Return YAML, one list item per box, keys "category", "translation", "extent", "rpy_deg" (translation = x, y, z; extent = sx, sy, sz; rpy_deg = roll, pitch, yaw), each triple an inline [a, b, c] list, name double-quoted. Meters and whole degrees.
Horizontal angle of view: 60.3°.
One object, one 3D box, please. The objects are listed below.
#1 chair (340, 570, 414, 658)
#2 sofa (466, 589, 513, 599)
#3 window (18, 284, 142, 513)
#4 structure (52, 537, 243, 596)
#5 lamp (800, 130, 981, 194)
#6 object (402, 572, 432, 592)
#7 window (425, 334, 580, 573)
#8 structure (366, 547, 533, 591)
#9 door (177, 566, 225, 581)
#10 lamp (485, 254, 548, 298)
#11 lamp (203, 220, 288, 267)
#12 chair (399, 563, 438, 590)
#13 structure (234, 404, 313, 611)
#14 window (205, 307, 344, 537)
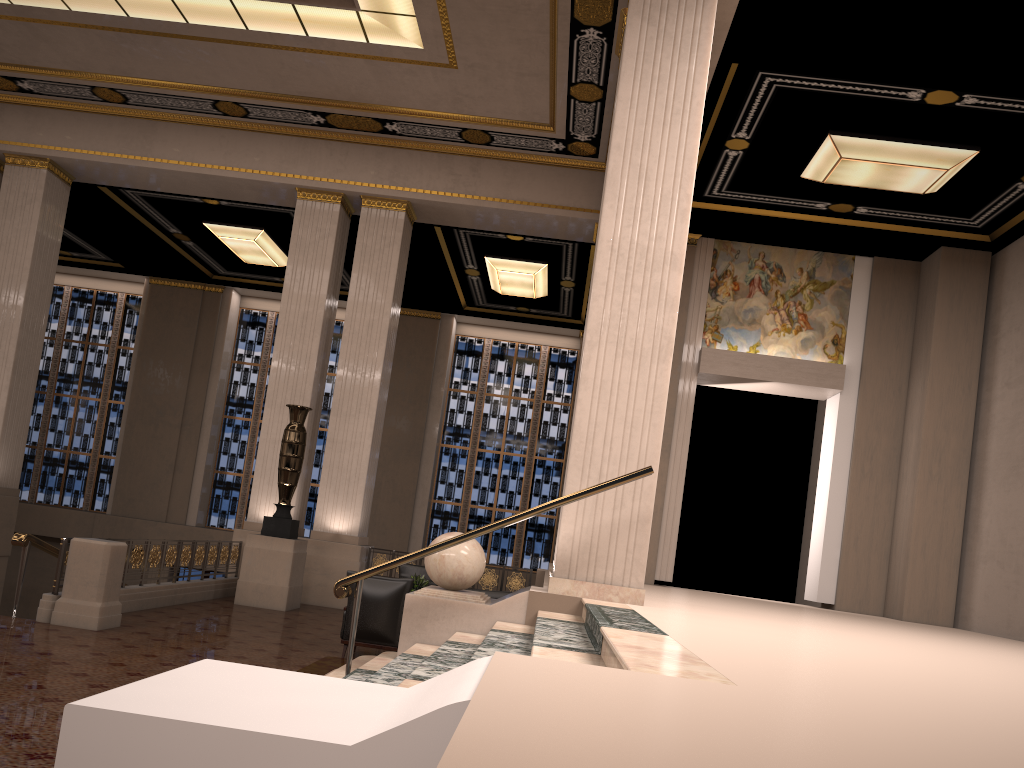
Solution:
- category: "chair"
  translation: [-1.309, 2.293, 8.709]
  extent: [0.647, 0.837, 0.726]
  rpy_deg: [7, -6, 3]
- category: "sofa"
  translation: [-0.254, 2.809, 10.405]
  extent: [0.874, 0.699, 1.948]
  rpy_deg: [7, -9, 4]
- category: "window"
  translation: [-10.513, 0.322, 21.333]
  extent: [2.985, 5.318, 0.070]
  rpy_deg: [8, -4, 3]
- category: "structure"
  translation: [-4.169, 2.156, 10.684]
  extent: [0.079, 0.531, 5.003]
  rpy_deg: [8, -10, 3]
- category: "lamp"
  translation: [4.515, -2.613, 10.684]
  extent: [1.714, 0.212, 1.184]
  rpy_deg: [7, -10, 3]
- category: "object"
  translation: [-1.142, 2.420, 10.452]
  extent: [0.500, 0.373, 0.533]
  rpy_deg: [2, -10, 35]
- category: "window"
  translation: [-0.235, 1.632, 20.812]
  extent: [2.985, 5.318, 0.070]
  rpy_deg: [8, -4, 3]
- category: "structure"
  translation: [-0.978, 2.974, 13.417]
  extent: [2.532, 0.650, 0.032]
  rpy_deg: [7, -4, 3]
- category: "door"
  translation: [-7.240, 5.603, 20.345]
  extent: [1.490, 2.703, 0.156]
  rpy_deg: [8, -4, 3]
- category: "lamp"
  translation: [0.109, -2.038, 17.221]
  extent: [1.166, 0.212, 2.044]
  rpy_deg: [7, -10, 3]
- category: "lamp"
  translation: [-5.188, -2.714, 17.489]
  extent: [1.166, 0.212, 2.044]
  rpy_deg: [7, -10, 3]
- category: "chair"
  translation: [-1.318, 2.910, 12.144]
  extent: [0.648, 0.837, 0.725]
  rpy_deg: [8, -6, -2]
- category: "structure"
  translation: [-3.167, 1.682, 12.191]
  extent: [0.699, 2.767, 0.706]
  rpy_deg: [8, -4, 3]
- category: "window"
  translation: [-5.461, 0.966, 21.077]
  extent: [2.985, 5.318, 0.070]
  rpy_deg: [8, -4, 3]
